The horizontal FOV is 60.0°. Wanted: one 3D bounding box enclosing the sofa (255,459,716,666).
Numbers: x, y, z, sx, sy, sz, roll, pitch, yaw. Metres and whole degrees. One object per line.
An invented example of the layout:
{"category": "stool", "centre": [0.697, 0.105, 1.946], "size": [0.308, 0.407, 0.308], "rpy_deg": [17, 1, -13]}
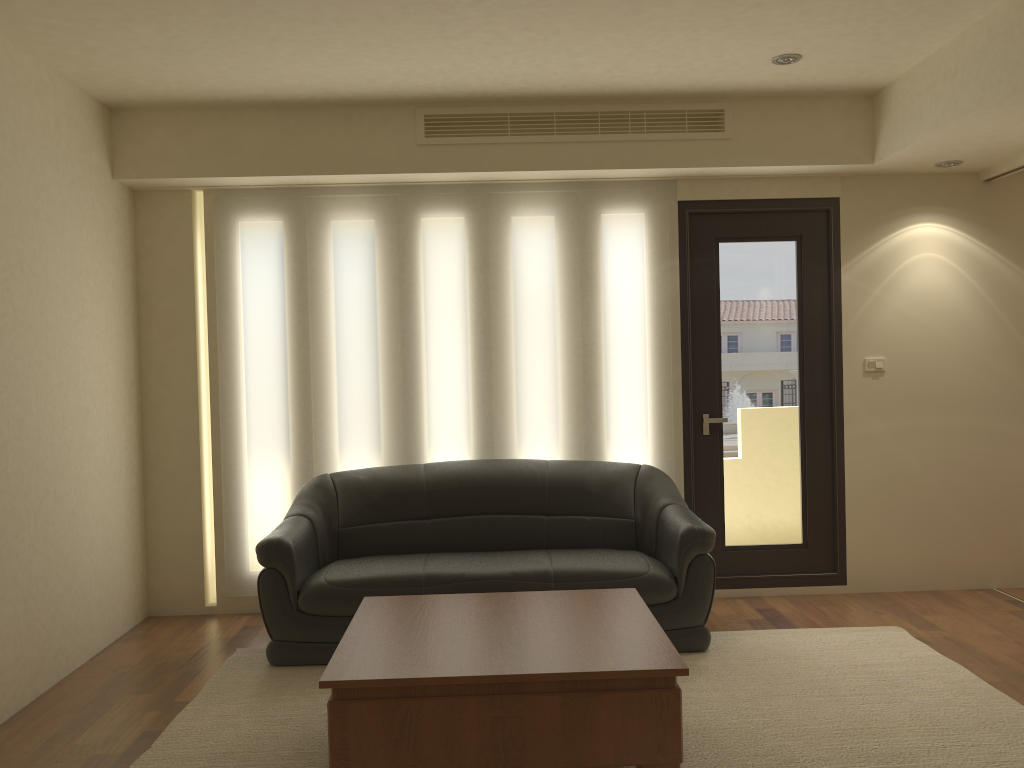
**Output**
{"category": "sofa", "centre": [-0.132, 0.910, 4.870], "size": [2.337, 0.918, 0.944], "rpy_deg": [-2, 1, -2]}

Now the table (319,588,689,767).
{"category": "table", "centre": [-0.019, 1.164, 3.374], "size": [1.213, 0.482, 1.045], "rpy_deg": [-2, 1, -2]}

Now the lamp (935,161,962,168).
{"category": "lamp", "centre": [2.572, -1.315, 5.226], "size": [0.143, 0.059, 0.143], "rpy_deg": [-1, 1, 4]}

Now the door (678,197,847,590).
{"category": "door", "centre": [1.555, 0.061, 5.544], "size": [1.011, 2.420, 0.118], "rpy_deg": [-2, 1, -2]}

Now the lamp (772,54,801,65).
{"category": "lamp", "centre": [1.396, -1.671, 4.516], "size": [0.143, 0.059, 0.143], "rpy_deg": [-1, 1, 4]}

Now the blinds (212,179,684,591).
{"category": "blinds", "centre": [-0.368, 0.003, 5.432], "size": [2.830, 2.453, 0.002], "rpy_deg": [-2, 1, -2]}

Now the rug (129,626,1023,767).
{"category": "rug", "centre": [0.350, 1.390, 3.563], "size": [3.592, 0.011, 2.482], "rpy_deg": [-2, 1, -2]}
